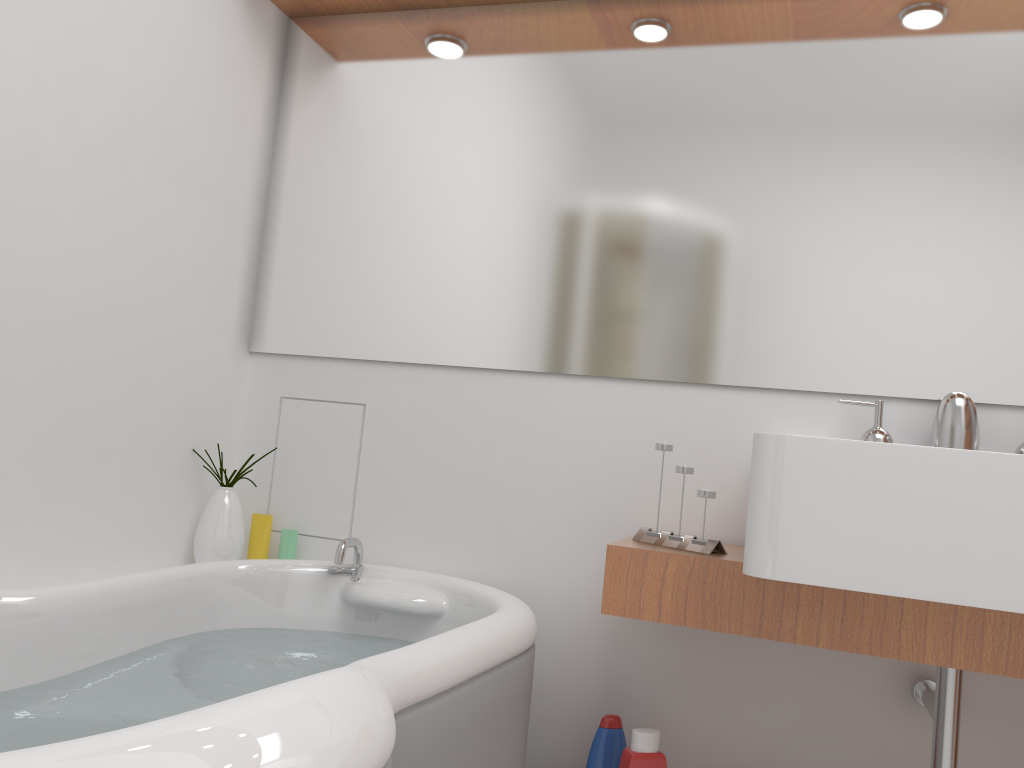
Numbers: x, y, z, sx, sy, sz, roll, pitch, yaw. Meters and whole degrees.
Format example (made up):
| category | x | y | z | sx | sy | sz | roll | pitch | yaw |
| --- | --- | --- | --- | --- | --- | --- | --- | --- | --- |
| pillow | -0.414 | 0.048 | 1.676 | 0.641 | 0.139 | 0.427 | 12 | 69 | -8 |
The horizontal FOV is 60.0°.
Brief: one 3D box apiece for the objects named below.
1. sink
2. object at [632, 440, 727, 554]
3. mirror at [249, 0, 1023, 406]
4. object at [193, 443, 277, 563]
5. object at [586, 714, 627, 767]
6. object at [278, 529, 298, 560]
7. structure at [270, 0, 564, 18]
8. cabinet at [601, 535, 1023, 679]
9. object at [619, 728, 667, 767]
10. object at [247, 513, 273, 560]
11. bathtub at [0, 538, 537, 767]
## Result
| category | x | y | z | sx | sy | sz | roll | pitch | yaw |
| --- | --- | --- | --- | --- | --- | --- | --- | --- | --- |
| sink | 0.738 | 0.330 | 1.491 | 0.657 | 0.673 | 0.552 | 4 | -4 | 18 |
| object | 0.325 | 0.210 | 1.689 | 0.059 | 0.203 | 0.182 | 9 | -6 | -41 |
| mirror | 0.585 | -0.431 | 1.910 | 2.600 | 0.887 | 0.022 | 4 | -4 | 18 |
| object | -0.663 | 0.303 | 2.080 | 0.215 | 0.326 | 0.154 | 9 | -6 | -41 |
| object | 0.191 | 0.757 | 1.769 | 0.092 | 0.190 | 0.044 | 7 | -4 | -15 |
| object | -0.545 | 0.419 | 2.144 | 0.038 | 0.133 | 0.038 | 9 | -5 | -38 |
| structure | 0.598 | -1.000 | 1.829 | 2.606 | 0.240 | 0.287 | 4 | -4 | 18 |
| cabinet | 0.861 | 0.712 | 1.505 | 1.635 | 0.719 | 0.355 | 4 | -4 | 18 |
| object | 0.238 | 0.744 | 1.633 | 0.079 | 0.207 | 0.046 | 7 | -4 | -17 |
| object | -0.620 | 0.401 | 2.170 | 0.047 | 0.162 | 0.047 | 2 | -6 | 44 |
| bathtub | -0.532 | 0.581 | 1.186 | 1.055 | 0.674 | 1.863 | 4 | -4 | 18 |
